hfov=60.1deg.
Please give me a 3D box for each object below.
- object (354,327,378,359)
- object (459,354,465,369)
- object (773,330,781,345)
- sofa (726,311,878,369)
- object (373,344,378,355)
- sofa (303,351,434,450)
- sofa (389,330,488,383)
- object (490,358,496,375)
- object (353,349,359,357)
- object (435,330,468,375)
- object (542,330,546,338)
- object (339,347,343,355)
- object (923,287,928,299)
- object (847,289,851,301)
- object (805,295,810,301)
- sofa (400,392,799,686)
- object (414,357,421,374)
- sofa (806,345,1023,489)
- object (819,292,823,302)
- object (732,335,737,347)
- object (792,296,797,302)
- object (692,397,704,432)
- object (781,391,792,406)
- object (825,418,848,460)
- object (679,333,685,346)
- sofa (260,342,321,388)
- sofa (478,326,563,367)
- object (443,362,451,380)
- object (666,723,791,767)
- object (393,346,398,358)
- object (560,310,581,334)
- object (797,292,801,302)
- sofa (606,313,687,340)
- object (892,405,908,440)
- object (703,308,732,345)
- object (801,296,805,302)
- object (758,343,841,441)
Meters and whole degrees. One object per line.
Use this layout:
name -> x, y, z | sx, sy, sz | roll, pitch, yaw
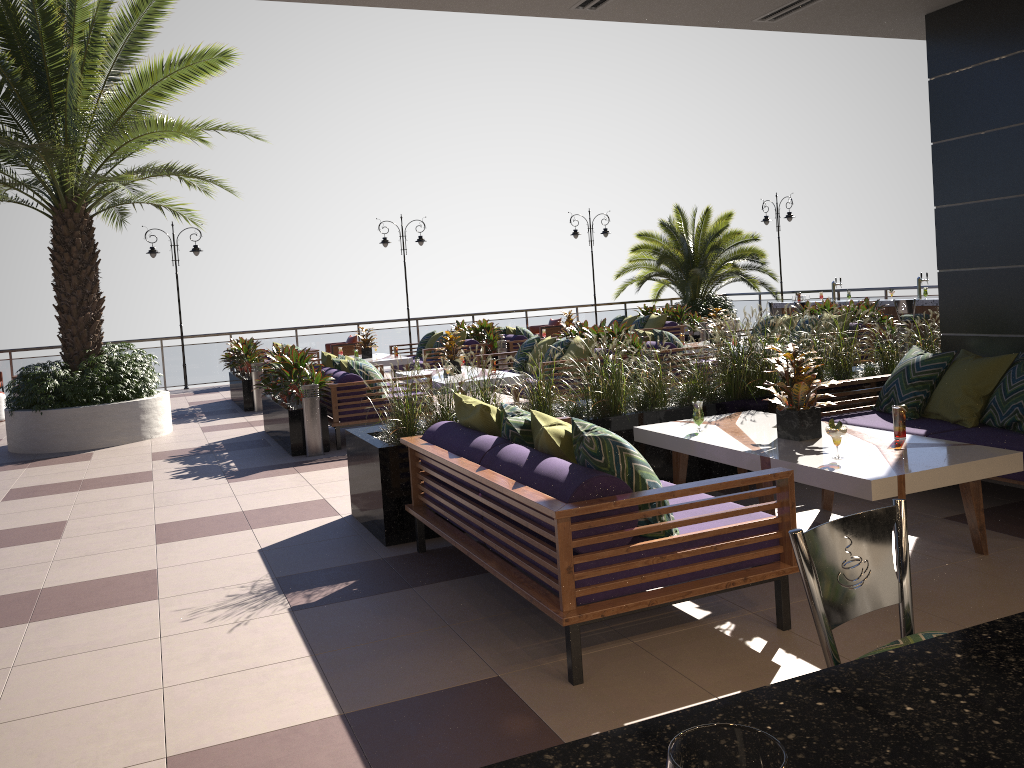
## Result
object -> -2.422, -0.691, 14.641 | 0.430, 0.525, 0.426 | -3, 4, 10
object -> -0.637, -0.282, 11.191 | 0.068, 0.180, 0.069 | -3, 3, 11
object -> 3.458, -0.606, 11.518 | 0.105, 0.197, 0.106 | -3, 3, 11
sofa -> 3.924, -0.542, 12.453 | 1.121, 0.916, 2.130 | -6, 6, -22
object -> -2.367, -0.607, 15.382 | 0.105, 0.197, 0.106 | -3, 3, 11
sofa -> -1.720, 0.091, 10.107 | 1.121, 0.916, 2.130 | -6, 6, -22
sofa -> -1.301, -0.459, 15.113 | 1.121, 0.916, 2.130 | -6, 6, -22
object -> -0.216, -0.202, 10.098 | 0.067, 0.189, 0.085 | -4, 3, 8
object -> -2.452, -0.449, 13.923 | 0.082, 0.197, 0.069 | -3, 3, 19
object -> -0.711, -0.380, 10.528 | 0.425, 0.525, 0.431 | -4, 4, -5
object -> 0.600, -0.925, 16.546 | 0.069, 0.180, 0.069 | -6, 3, -34
object -> -2.927, -0.533, 15.123 | 0.068, 0.180, 0.069 | -3, 3, 11
object -> 6.697, -1.471, 14.334 | 0.069, 0.197, 0.082 | -3, 3, 14
object -> 6.051, -1.596, 15.898 | 0.069, 0.210, 0.069 | -6, 4, -39
object -> 5.861, -1.654, 17.563 | 0.105, 0.208, 0.106 | -1, 4, 43
sofa -> 0.281, 0.545, 4.422 | 1.121, 0.916, 2.130 | -6, 6, -22
object -> -1.166, -0.231, 10.906 | 0.069, 0.210, 0.069 | -6, 3, -34
sofa -> 2.997, 0.241, 5.545 | 1.121, 0.916, 2.130 | -6, 6, -22
object -> 5.783, -1.630, 16.548 | 0.068, 0.180, 0.069 | -2, 4, 40
object -> 2.842, -0.531, 11.281 | 0.069, 0.180, 0.069 | -6, 3, -34
object -> 5.667, -1.659, 17.743 | 0.105, 0.208, 0.106 | -1, 4, 43
object -> 1.135, 0.185, 5.392 | 0.069, 0.210, 0.069 | -6, 4, -39
object -> 1.733, 0.139, 5.581 | 0.069, 0.180, 0.069 | -6, 4, -39
object -> 1.595, 0.269, 4.347 | 0.106, 0.197, 0.106 | -4, 3, 6
object -> 2.386, -0.621, 12.401 | 0.067, 0.189, 0.085 | -4, 3, 8
sofa -> -3.433, -0.221, 14.237 | 1.121, 0.916, 2.130 | -6, 6, -22
sofa -> 0.077, -0.616, 15.714 | 1.121, 0.916, 2.130 | -6, 6, -22
object -> -0.715, -0.148, 9.884 | 0.105, 0.197, 0.106 | -3, 3, 11
object -> 0.176, 0.392, 0.699 | 0.105, 0.208, 0.105 | -5, 3, -17
object -> -1.873, -0.521, 14.261 | 0.067, 0.189, 0.085 | -4, 3, 8
object -> 1.044, -1.085, 16.136 | 0.424, 0.525, 0.432 | -4, 4, 5
object -> 5.549, -1.676, 17.103 | 0.067, 0.189, 0.085 | -4, 3, 3
sofa -> 2.212, -0.854, 16.583 | 1.121, 0.916, 2.130 | -6, 6, -22
object -> 2.060, 0.204, 4.699 | 0.067, 0.189, 0.085 | -4, 3, 3
object -> 2.784, -0.771, 11.968 | 0.430, 0.525, 0.426 | -5, 4, -10
object -> 5.757, -1.643, 17.533 | 0.105, 0.208, 0.106 | -1, 4, 43
object -> 1.583, 0.041, 4.961 | 0.425, 0.525, 0.431 | -5, 4, -10
